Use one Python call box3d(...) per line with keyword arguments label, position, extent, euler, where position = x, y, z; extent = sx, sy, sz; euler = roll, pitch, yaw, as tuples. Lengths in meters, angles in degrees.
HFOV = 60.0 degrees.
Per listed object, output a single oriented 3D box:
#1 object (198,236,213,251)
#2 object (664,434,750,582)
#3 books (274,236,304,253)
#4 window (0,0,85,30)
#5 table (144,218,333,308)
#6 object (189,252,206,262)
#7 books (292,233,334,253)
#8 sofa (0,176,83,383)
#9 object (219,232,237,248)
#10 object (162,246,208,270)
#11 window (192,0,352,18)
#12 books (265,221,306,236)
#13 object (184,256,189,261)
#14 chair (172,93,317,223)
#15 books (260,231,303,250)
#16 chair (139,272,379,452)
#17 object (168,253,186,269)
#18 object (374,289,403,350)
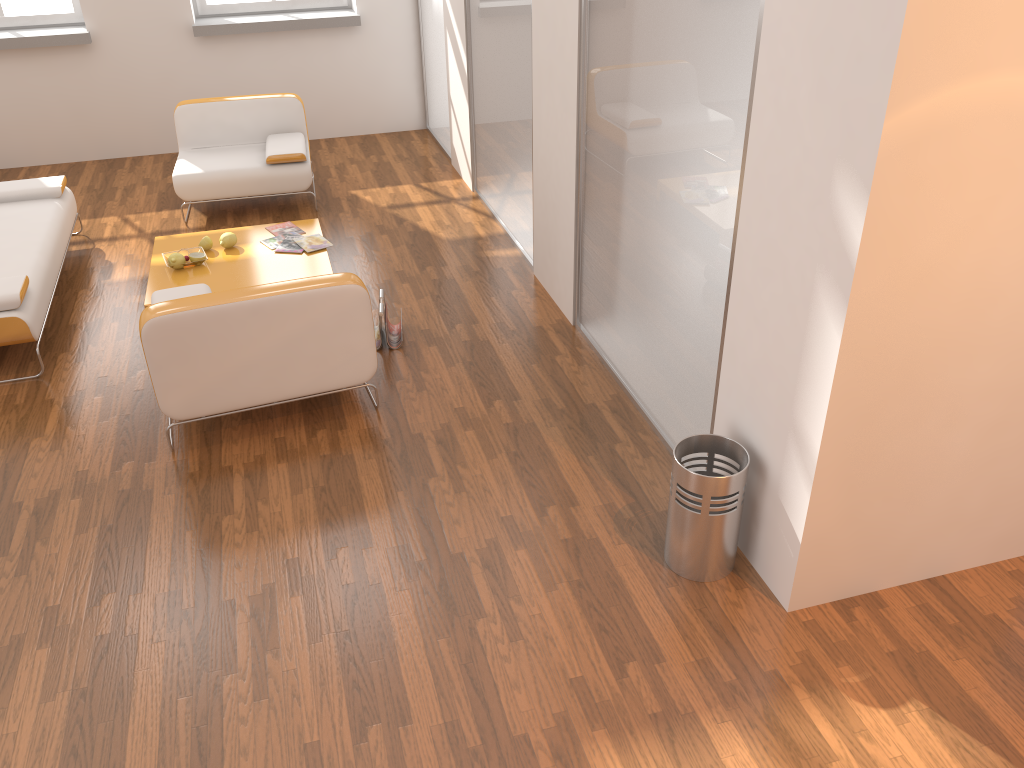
box3d(label="object", position=(-1.819, -0.836, 5.266), extent=(0.080, 0.087, 0.094), euler=(5, 32, 10))
box3d(label="object", position=(0.662, 0.425, 3.040), extent=(0.248, 0.450, 0.248), euler=(14, 35, 24))
box3d(label="books", position=(-1.306, -0.839, 5.325), extent=(0.171, 0.004, 0.249), euler=(3, 31, 6))
box3d(label="window", position=(-4.058, -3.558, 6.631), extent=(1.308, 1.737, 0.142), euler=(-9, 32, -13))
box3d(label="table", position=(-1.591, -0.678, 5.228), extent=(1.000, 0.150, 1.000), euler=(-9, 32, -13))
box3d(label="object", position=(-1.803, -0.716, 5.093), extent=(0.092, 0.065, 0.091), euler=(20, 37, 31))
box3d(label="books", position=(-1.197, -0.850, 5.331), extent=(0.171, 0.004, 0.249), euler=(-19, 36, -27))
box3d(label="sofa", position=(-2.972, -0.738, 4.886), extent=(0.825, 0.661, 2.010), euler=(-10, 32, -14))
box3d(label="object", position=(-1.695, -0.859, 5.295), extent=(0.105, 0.091, 0.103), euler=(-13, 33, -18))
box3d(label="object", position=(-1.880, -0.714, 5.106), extent=(0.227, 0.048, 0.227), euler=(-15, 34, -22))
box3d(label="window", position=(-2.033, -3.889, 7.103), extent=(1.308, 1.737, 0.142), euler=(-9, 32, -13))
box3d(label="books", position=(-1.418, -0.961, 5.538), extent=(0.171, 0.004, 0.249), euler=(-21, 36, -29))
box3d(label="object", position=(-1.901, -0.728, 5.123), extent=(0.134, 0.037, 0.061), euler=(-5, 31, -7))
box3d(label="chair", position=(-1.905, -1.626, 6.308), extent=(0.923, 0.661, 0.825), euler=(-8, 32, -10))
box3d(label="books", position=(-1.389, -0.874, 5.394), extent=(0.249, 0.004, 0.171), euler=(-25, 39, -34))
box3d(label="chair", position=(-1.157, -0.259, 4.027), extent=(0.923, 0.661, 0.825), euler=(-12, 33, -17))
box3d(label="object", position=(-1.900, -0.700, 5.030), extent=(0.101, 0.095, 0.102), euler=(26, 40, 37))
box3d(label="object", position=(-0.663, -0.333, 4.562), extent=(0.189, 0.217, 0.281), euler=(-4, 31, -5))
